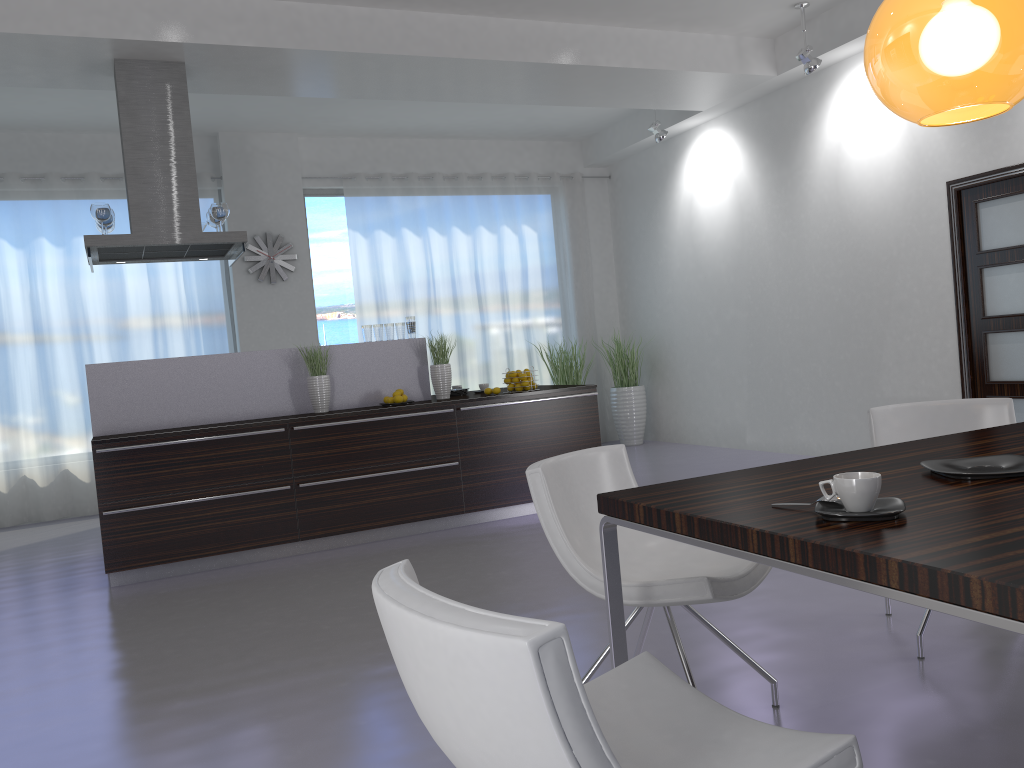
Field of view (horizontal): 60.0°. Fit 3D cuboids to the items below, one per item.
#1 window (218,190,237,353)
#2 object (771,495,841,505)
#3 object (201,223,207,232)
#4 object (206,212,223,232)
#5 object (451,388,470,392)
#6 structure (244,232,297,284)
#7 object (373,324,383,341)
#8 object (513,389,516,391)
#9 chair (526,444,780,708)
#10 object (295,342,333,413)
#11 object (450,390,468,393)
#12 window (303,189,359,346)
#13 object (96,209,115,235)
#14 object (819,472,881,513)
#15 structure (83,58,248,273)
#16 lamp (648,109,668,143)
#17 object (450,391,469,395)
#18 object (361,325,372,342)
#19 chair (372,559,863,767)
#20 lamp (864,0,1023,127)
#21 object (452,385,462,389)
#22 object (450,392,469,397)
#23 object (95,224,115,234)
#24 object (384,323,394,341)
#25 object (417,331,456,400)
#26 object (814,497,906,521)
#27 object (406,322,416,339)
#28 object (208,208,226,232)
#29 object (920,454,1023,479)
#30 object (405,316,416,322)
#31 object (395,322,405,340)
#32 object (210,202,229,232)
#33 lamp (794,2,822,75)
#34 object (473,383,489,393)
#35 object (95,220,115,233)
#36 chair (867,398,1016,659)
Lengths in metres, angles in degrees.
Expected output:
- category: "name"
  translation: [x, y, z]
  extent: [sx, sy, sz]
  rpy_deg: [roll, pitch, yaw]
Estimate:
- category: "window"
  translation: [-4.141, -0.528, 8.224]
  extent: [3.000, 2.500, 0.100]
  rpy_deg: [-6, 2, -24]
- category: "object"
  translation: [0.566, 0.224, 1.702]
  extent: [0.032, 0.028, 0.155]
  rpy_deg: [-7, 3, -43]
- category: "object"
  translation: [-2.279, -1.076, 6.455]
  extent: [0.137, 0.174, 0.137]
  rpy_deg: [-4, 2, 31]
- category: "object"
  translation: [-2.100, -1.110, 6.292]
  extent: [0.125, 0.221, 0.125]
  rpy_deg: [-5, 2, 1]
- category: "object"
  translation: [-0.643, 0.006, 6.651]
  extent: [0.646, 0.147, 0.269]
  rpy_deg: [-5, 2, 1]
- category: "structure"
  translation: [-2.352, -1.230, 8.657]
  extent: [0.505, 0.505, 0.076]
  rpy_deg: [-6, 2, -24]
- category: "object"
  translation: [-0.939, -0.359, 6.235]
  extent: [0.072, 0.119, 0.071]
  rpy_deg: [-5, 2, 16]
- category: "object"
  translation: [0.005, 0.027, 6.371]
  extent: [0.061, 0.053, 0.053]
  rpy_deg: [-5, 2, 19]
- category: "chair"
  translation: [0.414, 0.603, 2.622]
  extent: [0.620, 0.805, 0.508]
  rpy_deg: [-4, 2, 36]
- category: "object"
  translation: [-1.284, -0.059, 5.860]
  extent: [0.269, 0.502, 0.247]
  rpy_deg: [-6, 2, -24]
- category: "object"
  translation: [-0.448, 0.062, 6.650]
  extent: [0.232, 0.020, 0.232]
  rpy_deg: [-6, 2, -20]
- category: "window"
  translation: [-0.733, -0.891, 9.747]
  extent: [3.000, 2.500, 0.100]
  rpy_deg: [-6, 2, -24]
- category: "object"
  translation: [-2.678, -1.042, 5.848]
  extent: [0.125, 0.221, 0.125]
  rpy_deg: [-5, 2, 1]
- category: "object"
  translation: [0.618, 0.198, 1.608]
  extent: [0.101, 0.064, 0.081]
  rpy_deg: [-5, 2, 2]
- category: "structure"
  translation: [-2.437, -1.449, 6.089]
  extent: [0.981, 1.231, 0.915]
  rpy_deg: [-6, 2, -24]
- category: "lamp"
  translation: [1.372, -2.538, 8.393]
  extent: [0.185, 0.511, 0.150]
  rpy_deg: [-6, 2, -24]
- category: "object"
  translation: [-0.448, 0.072, 6.651]
  extent: [0.232, 0.020, 0.232]
  rpy_deg: [-6, 2, -15]
- category: "object"
  translation: [-1.012, -0.351, 6.202]
  extent: [0.071, 0.119, 0.072]
  rpy_deg: [-4, 2, 26]
- category: "chair"
  translation: [0.144, 0.670, 1.393]
  extent: [0.620, 0.805, 0.508]
  rpy_deg: [-6, 2, -29]
- category: "lamp"
  translation: [0.826, -1.525, 1.762]
  extent: [0.359, 1.974, 0.358]
  rpy_deg: [-6, 2, -19]
- category: "object"
  translation: [-0.430, 0.047, 6.932]
  extent: [0.153, 0.069, 0.153]
  rpy_deg: [-5, 2, 10]
- category: "object"
  translation: [-0.447, 0.082, 6.651]
  extent: [0.232, 0.020, 0.232]
  rpy_deg: [-6, 2, -15]
- category: "object"
  translation: [-2.803, -1.040, 6.126]
  extent: [0.125, 0.221, 0.125]
  rpy_deg: [-5, 2, 1]
- category: "object"
  translation: [-0.865, -0.367, 6.268]
  extent: [0.072, 0.119, 0.071]
  rpy_deg: [-5, 2, 16]
- category: "object"
  translation: [-0.486, -0.145, 6.244]
  extent: [0.247, 0.502, 0.269]
  rpy_deg: [-5, 2, 19]
- category: "object"
  translation: [0.630, 0.229, 1.608]
  extent: [0.154, 0.020, 0.154]
  rpy_deg: [-4, 2, 22]
- category: "object"
  translation: [-0.718, -0.382, 6.333]
  extent: [0.072, 0.119, 0.071]
  rpy_deg: [-5, 2, 16]
- category: "object"
  translation: [-2.041, -1.111, 6.158]
  extent: [0.125, 0.221, 0.125]
  rpy_deg: [-5, 2, 1]
- category: "object"
  translation: [1.028, 0.182, 1.925]
  extent: [0.232, 0.020, 0.232]
  rpy_deg: [-5, 2, 5]
- category: "object"
  translation: [-0.722, -0.421, 6.332]
  extent: [0.072, 0.119, 0.071]
  rpy_deg: [-5, 2, 16]
- category: "object"
  translation: [-0.792, -0.375, 6.301]
  extent: [0.072, 0.119, 0.071]
  rpy_deg: [-5, 2, 16]
- category: "object"
  translation: [-1.975, -1.112, 6.014]
  extent: [0.125, 0.221, 0.125]
  rpy_deg: [-5, 2, 1]
- category: "lamp"
  translation: [2.187, -2.549, 6.567]
  extent: [0.185, 0.511, 0.150]
  rpy_deg: [-6, 2, -24]
- category: "object"
  translation: [-0.212, 0.033, 6.768]
  extent: [0.153, 0.069, 0.153]
  rpy_deg: [-4, 3, 40]
- category: "object"
  translation: [-2.743, -1.041, 5.991]
  extent: [0.125, 0.221, 0.125]
  rpy_deg: [-5, 2, 1]
- category: "chair"
  translation: [1.599, 0.478, 3.141]
  extent: [0.508, 0.805, 0.620]
  rpy_deg: [-5, 2, 11]
